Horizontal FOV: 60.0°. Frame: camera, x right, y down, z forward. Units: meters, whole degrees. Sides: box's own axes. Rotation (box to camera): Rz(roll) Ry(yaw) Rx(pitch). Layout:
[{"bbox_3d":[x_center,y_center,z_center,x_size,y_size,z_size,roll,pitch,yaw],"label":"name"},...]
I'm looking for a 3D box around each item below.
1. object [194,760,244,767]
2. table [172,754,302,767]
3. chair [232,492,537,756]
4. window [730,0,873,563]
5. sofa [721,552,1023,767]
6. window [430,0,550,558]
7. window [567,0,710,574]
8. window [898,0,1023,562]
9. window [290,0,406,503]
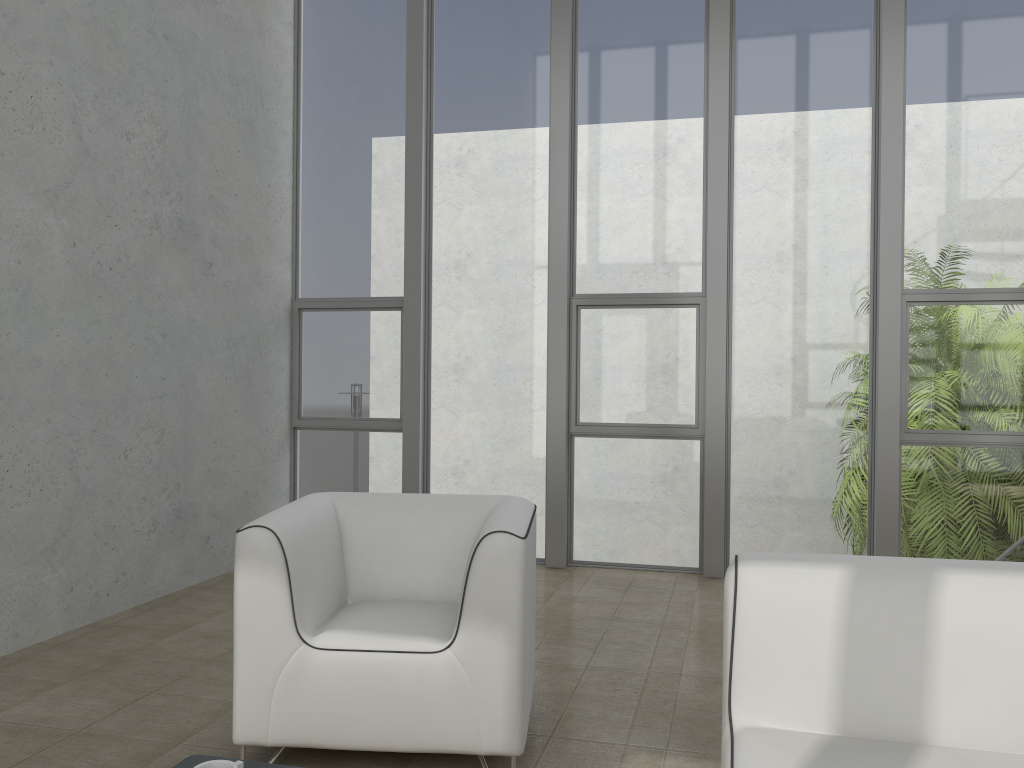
[{"bbox_3d":[-0.493,0.675,1.493,0.090,0.057,0.075,0,0,-27],"label":"object"},{"bbox_3d":[-0.562,0.905,0.952,0.532,0.390,1.420,1,0,14],"label":"table"},{"bbox_3d":[-0.350,0.697,2.783,0.829,0.635,0.720,1,0,4],"label":"chair"},{"bbox_3d":[1.642,-1.747,5.014,0.741,5.650,0.010,1,0,14],"label":"window"},{"bbox_3d":[0.678,0.715,0.826,0.971,0.638,2.601,1,0,14],"label":"sofa"},{"bbox_3d":[-0.130,-1.766,5.460,0.741,5.650,0.010,1,0,14],"label":"window"},{"bbox_3d":[0.752,-1.757,5.223,0.800,5.700,0.050,1,0,14],"label":"window"},{"bbox_3d":[2.524,-1.737,4.776,0.800,5.700,0.050,1,0,14],"label":"window"},{"bbox_3d":[-1.019,-1.776,5.669,0.800,5.700,0.050,1,0,14],"label":"window"}]
